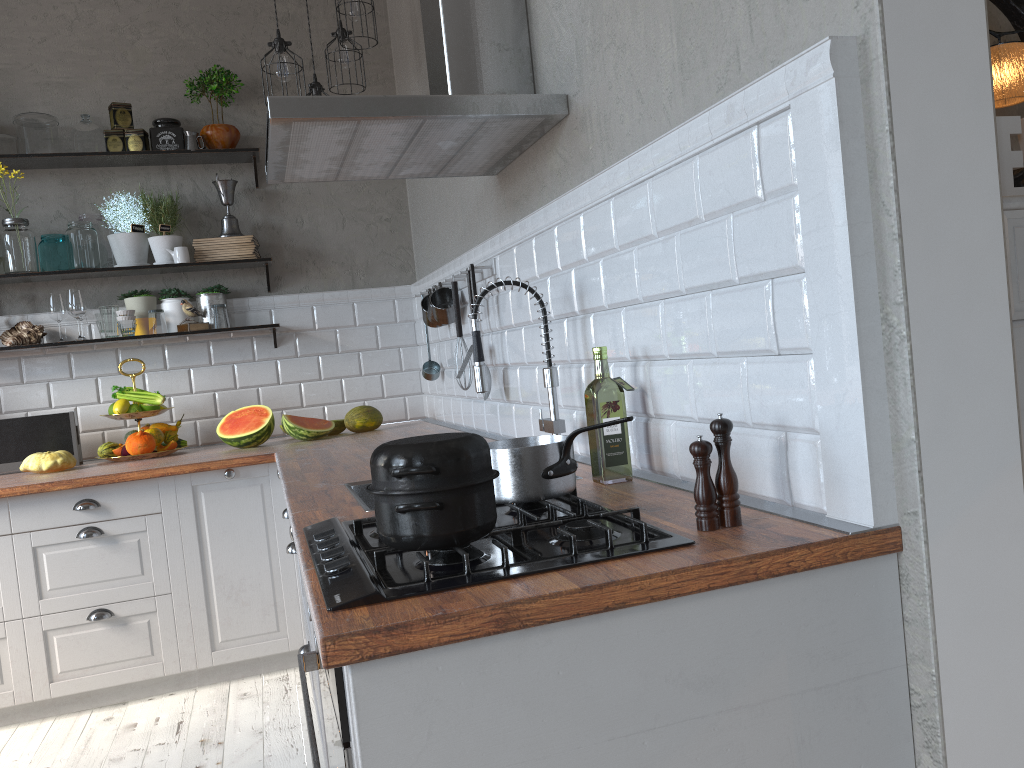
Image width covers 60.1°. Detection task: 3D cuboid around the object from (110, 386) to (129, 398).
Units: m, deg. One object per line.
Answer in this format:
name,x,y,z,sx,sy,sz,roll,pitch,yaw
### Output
object,-1.631,0.031,3.691,0.074,0.058,0.050,-8,3,-40

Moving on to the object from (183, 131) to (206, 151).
object,-1.398,-1.066,3.902,0.094,0.096,0.074,-7,2,-17

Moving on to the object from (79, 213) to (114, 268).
object,-1.855,-0.618,3.932,0.132,0.264,0.130,-6,2,-12

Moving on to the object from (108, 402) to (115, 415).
object,-1.641,0.112,3.716,0.097,0.078,0.099,-7,3,-30

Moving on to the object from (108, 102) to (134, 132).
object,-1.697,-1.154,3.845,0.084,0.113,0.081,-8,3,-37

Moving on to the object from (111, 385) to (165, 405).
object,-1.565,0.045,3.708,0.212,0.101,0.066,-6,2,-11

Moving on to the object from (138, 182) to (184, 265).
object,-1.546,-0.708,3.915,0.166,0.380,0.187,-4,3,34

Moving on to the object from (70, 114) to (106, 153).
object,-1.870,-1.079,3.908,0.137,0.220,0.142,-4,3,33

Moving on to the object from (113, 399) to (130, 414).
object,-1.608,0.095,3.649,0.059,0.069,0.079,-6,2,3

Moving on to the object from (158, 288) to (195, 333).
object,-1.514,-0.331,3.995,0.172,0.214,0.148,-5,2,13

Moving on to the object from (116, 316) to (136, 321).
object,-1.657,-0.264,3.810,0.077,0.051,0.077,-6,2,2

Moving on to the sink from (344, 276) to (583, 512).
sink,-0.117,0.118,2.076,0.535,0.720,0.480,-7,2,-17

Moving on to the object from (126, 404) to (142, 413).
object,-1.570,0.113,3.677,0.064,0.061,0.066,-7,2,-17

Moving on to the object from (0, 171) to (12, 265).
object,-2.275,-0.773,3.627,0.331,0.674,0.341,-4,3,41

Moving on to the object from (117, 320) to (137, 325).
object,-1.655,-0.247,3.810,0.078,0.051,0.076,-7,2,-24

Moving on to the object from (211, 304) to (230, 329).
object,-1.304,-0.300,3.954,0.079,0.108,0.076,-7,3,-23

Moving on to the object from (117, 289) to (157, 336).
object,-1.662,-0.318,3.938,0.160,0.217,0.153,-8,3,-37

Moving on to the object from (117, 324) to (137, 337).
object,-1.653,-0.230,3.811,0.078,0.051,0.076,-7,2,-24

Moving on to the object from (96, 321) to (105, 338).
object,-1.782,-0.236,3.892,0.078,0.083,0.078,-6,2,1

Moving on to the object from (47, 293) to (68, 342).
object,-1.955,-0.283,3.821,0.083,0.217,0.080,-7,3,-31

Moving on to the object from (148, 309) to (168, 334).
object,-1.560,-0.272,3.898,0.079,0.108,0.076,-7,3,-23

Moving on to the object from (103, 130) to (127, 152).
object,-1.721,-1.040,3.851,0.084,0.113,0.082,-7,2,-17

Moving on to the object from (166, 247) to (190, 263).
object,-1.449,-0.562,3.882,0.105,0.071,0.063,-5,2,13

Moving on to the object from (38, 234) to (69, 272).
object,-1.974,-0.556,3.830,0.127,0.172,0.125,-6,2,-13

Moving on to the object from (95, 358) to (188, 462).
object,-1.580,0.103,3.731,0.359,0.426,0.345,-7,3,-32

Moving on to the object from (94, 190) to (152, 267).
object,-1.686,-0.682,3.923,0.245,0.354,0.234,-6,2,1

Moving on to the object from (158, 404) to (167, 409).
object,-1.496,0.101,3.768,0.052,0.050,0.049,-6,2,-8

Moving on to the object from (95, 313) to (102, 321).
object,-1.785,-0.269,3.891,0.078,0.083,0.078,-6,2,1

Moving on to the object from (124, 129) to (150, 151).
object,-1.636,-1.049,3.875,0.083,0.113,0.082,-6,2,-7

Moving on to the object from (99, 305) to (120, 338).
object,-1.735,-0.266,3.829,0.080,0.139,0.077,-8,3,-44

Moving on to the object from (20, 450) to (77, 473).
object,-1.821,0.306,3.481,0.199,0.083,0.187,-6,2,-17

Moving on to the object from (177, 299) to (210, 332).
object,-1.416,-0.305,3.937,0.098,0.147,0.121,-4,3,41

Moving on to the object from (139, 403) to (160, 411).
object,-1.526,0.108,3.727,0.077,0.062,0.098,-8,3,-44

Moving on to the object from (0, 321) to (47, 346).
object,-2.069,-0.213,3.742,0.180,0.111,0.094,-8,3,-40

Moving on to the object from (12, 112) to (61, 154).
object,-2.013,-1.042,3.763,0.169,0.184,0.174,-5,2,22

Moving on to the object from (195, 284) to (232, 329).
object,-1.358,-0.348,4.054,0.161,0.213,0.151,-7,2,-19

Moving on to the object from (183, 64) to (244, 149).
object,-1.311,-1.229,3.983,0.260,0.397,0.242,-6,2,8

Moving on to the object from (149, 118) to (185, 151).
object,-1.535,-1.093,3.959,0.144,0.174,0.140,-7,2,-17

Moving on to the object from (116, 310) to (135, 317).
object,-1.659,-0.290,3.809,0.079,0.051,0.076,-7,3,-31

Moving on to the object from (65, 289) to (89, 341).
object,-1.844,-0.292,3.759,0.083,0.217,0.080,-7,3,-31

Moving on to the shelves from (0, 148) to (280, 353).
shelves,-1.741,-0.524,3.876,1.333,0.923,0.226,-7,2,-18

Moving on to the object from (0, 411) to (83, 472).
object,-1.977,0.244,3.640,0.356,0.226,0.087,-7,2,-18

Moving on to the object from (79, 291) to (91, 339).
object,-1.871,-0.292,3.843,0.083,0.217,0.080,-7,3,-31

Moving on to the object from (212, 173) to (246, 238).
object,-1.290,-0.801,4.023,0.133,0.288,0.128,-7,3,-32

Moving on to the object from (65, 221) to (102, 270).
object,-1.833,-0.586,3.783,0.124,0.206,0.125,-6,2,6

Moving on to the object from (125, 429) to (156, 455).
object,-1.520,0.240,3.622,0.109,0.111,0.115,-4,3,40

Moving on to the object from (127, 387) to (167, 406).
object,-1.555,0.052,3.782,0.180,0.096,0.088,-6,2,3

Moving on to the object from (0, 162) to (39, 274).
object,-2.089,-0.724,3.642,0.195,0.540,0.276,-7,3,-25
